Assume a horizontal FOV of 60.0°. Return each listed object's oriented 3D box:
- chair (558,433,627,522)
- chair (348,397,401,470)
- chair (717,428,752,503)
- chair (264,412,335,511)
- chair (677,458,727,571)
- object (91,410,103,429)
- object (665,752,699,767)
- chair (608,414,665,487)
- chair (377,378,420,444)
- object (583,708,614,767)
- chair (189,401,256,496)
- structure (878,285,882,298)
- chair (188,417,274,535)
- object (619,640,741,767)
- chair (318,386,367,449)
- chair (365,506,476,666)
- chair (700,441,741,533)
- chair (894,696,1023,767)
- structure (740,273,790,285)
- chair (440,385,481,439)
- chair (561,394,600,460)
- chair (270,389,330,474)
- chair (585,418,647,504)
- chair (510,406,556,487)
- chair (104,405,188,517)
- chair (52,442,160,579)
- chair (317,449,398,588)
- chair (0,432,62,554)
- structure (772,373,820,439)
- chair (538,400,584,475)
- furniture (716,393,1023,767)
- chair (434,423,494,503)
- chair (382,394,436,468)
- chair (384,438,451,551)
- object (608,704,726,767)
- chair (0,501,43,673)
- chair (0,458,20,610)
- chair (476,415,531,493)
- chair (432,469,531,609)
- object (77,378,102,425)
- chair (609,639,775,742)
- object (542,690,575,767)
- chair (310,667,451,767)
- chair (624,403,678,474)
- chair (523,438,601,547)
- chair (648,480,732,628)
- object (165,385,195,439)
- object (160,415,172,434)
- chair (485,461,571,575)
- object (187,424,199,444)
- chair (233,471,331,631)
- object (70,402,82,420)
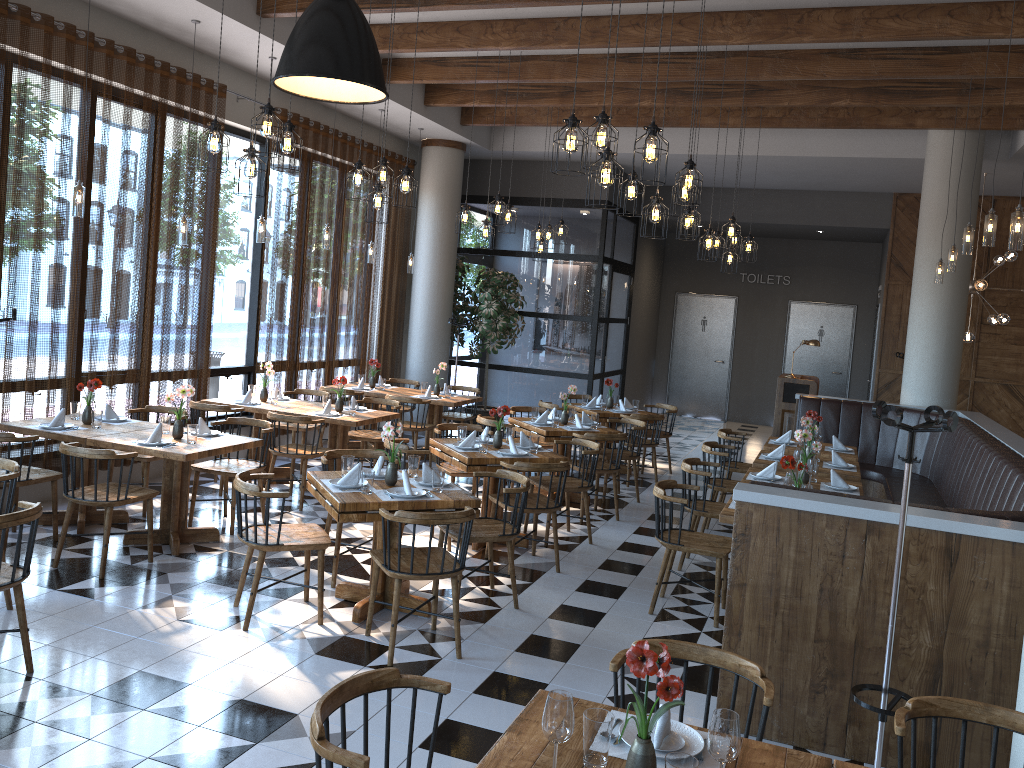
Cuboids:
[{"bbox_3d":[0.758,0.832,8.291,0.519,0.815,0.551,3,4,-25],"label":"chair"},{"bbox_3d":[-1.450,0.579,9.090,0.520,0.815,0.550,6,4,20],"label":"chair"},{"bbox_3d":[2.320,0.898,8.936,0.550,0.815,0.520,6,4,20],"label":"chair"},{"bbox_3d":[-1.902,0.656,7.865,0.520,0.815,0.550,6,4,20],"label":"chair"},{"bbox_3d":[1.557,1.028,6.868,0.550,0.815,0.520,6,4,20],"label":"chair"},{"bbox_3d":[-3.065,0.261,6.543,0.080,0.132,0.080,1,5,-45],"label":"object"},{"bbox_3d":[0.395,0.952,2.091,0.080,0.132,0.080,2,4,-35],"label":"object"},{"bbox_3d":[1.412,0.721,10.065,0.519,0.815,0.551,3,4,-25],"label":"chair"},{"bbox_3d":[-1.493,0.362,11.402,0.520,0.815,0.550,6,4,20],"label":"chair"},{"bbox_3d":[0.219,0.920,2.290,0.080,0.132,0.080,2,5,-40],"label":"object"},{"bbox_3d":[-2.691,0.565,8.155,0.520,0.815,0.550,6,4,20],"label":"chair"},{"bbox_3d":[6.150,-1.539,14.816,0.025,0.196,0.566,6,5,20],"label":"structure"},{"bbox_3d":[-2.212,0.709,7.025,0.520,0.815,0.550,6,4,20],"label":"chair"},{"bbox_3d":[0.406,0.833,2.174,0.296,0.354,0.166,6,4,25],"label":"object"},{"bbox_3d":[-1.945,0.439,10.177,0.520,0.815,0.550,6,4,20],"label":"chair"},{"bbox_3d":[-0.508,1.047,4.858,0.519,0.815,0.551,3,4,-25],"label":"chair"},{"bbox_3d":[1.939,0.963,7.902,0.550,0.815,0.520,6,4,20],"label":"chair"},{"bbox_3d":[1.338,1.411,2.527,0.520,0.815,0.550,6,4,20],"label":"chair"},{"bbox_3d":[4.750,-1.971,16.644,0.917,0.165,0.035,7,3,20],"label":"structure"},{"bbox_3d":[-0.705,0.453,11.112,0.520,0.815,0.550,6,4,20],"label":"chair"},{"bbox_3d":[0.876,0.569,11.233,0.519,0.815,0.551,3,4,-25],"label":"chair"},{"bbox_3d":[-2.239,0.489,9.379,0.520,0.815,0.550,6,4,20],"label":"chair"},{"bbox_3d":[1.074,0.778,9.146,0.549,0.815,0.521,3,4,-25],"label":"chair"},{"bbox_3d":[0.222,0.680,9.459,0.519,0.815,0.551,3,4,-25],"label":"chair"},{"bbox_3d":[-3.001,0.618,7.314,0.520,0.815,0.550,6,4,20],"label":"chair"},{"bbox_3d":[-2.664,0.785,5.800,0.520,0.815,0.550,6,4,20],"label":"chair"},{"bbox_3d":[-1.044,0.895,6.026,0.519,0.815,0.551,3,4,-25],"label":"chair"},{"bbox_3d":[-3.453,0.695,6.089,0.520,0.815,0.550,6,4,20],"label":"chair"},{"bbox_3d":[3.599,0.563,11.058,0.646,1.297,1.047,6,4,20],"label":"structure"},{"bbox_3d":[0.560,0.623,10.377,0.549,0.815,0.521,3,4,-25],"label":"chair"},{"bbox_3d":[3.025,0.973,6.932,1.920,1.147,6.596,6,5,20],"label":"furniture"},{"bbox_3d":[-0.422,0.790,7.714,0.519,0.815,0.551,3,4,-25],"label":"chair"},{"bbox_3d":[-1.157,0.529,9.888,0.520,0.815,0.550,6,4,20],"label":"chair"},{"bbox_3d":[-0.737,0.843,6.859,0.549,0.815,0.521,3,4,-25],"label":"chair"},{"bbox_3d":[0.418,0.921,2.427,0.352,0.137,0.272,6,5,20],"label":"object"},{"bbox_3d":[-2.507,0.957,4.083,0.550,0.815,0.520,6,4,20],"label":"chair"},{"bbox_3d":[-3.025,0.846,4.827,0.520,0.815,0.550,6,4,20],"label":"chair"},{"bbox_3d":[-0.094,0.734,8.603,0.549,0.815,0.521,3,4,-25],"label":"chair"},{"bbox_3d":[-0.192,0.993,5.713,0.549,0.815,0.521,3,4,-25],"label":"chair"},{"bbox_3d":[-3.168,0.131,6.646,0.171,0.354,0.156,8,4,43],"label":"object"},{"bbox_3d":[0.528,1.318,2.824,0.520,0.815,0.550,6,4,20],"label":"chair"},{"bbox_3d":[0.112,0.877,2.201,0.081,0.215,0.081,4,3,-17],"label":"object"},{"bbox_3d":[-0.290,1.289,2.430,0.550,0.815,0.520,6,4,20],"label":"chair"},{"bbox_3d":[1.727,0.665,10.943,0.549,0.815,0.521,3,4,-25],"label":"chair"},{"bbox_3d":[0.430,0.887,7.401,0.549,0.815,0.521,3,4,-25],"label":"chair"},{"bbox_3d":[1.176,1.092,5.835,0.550,0.815,0.520,6,4,20],"label":"chair"},{"bbox_3d":[-2.386,0.199,6.347,0.206,0.399,0.147,4,3,-16],"label":"object"},{"bbox_3d":[-2.562,0.301,6.550,0.080,0.132,0.080,5,4,5],"label":"object"},{"bbox_3d":[0.115,0.941,6.546,0.519,0.815,0.551,3,4,-25],"label":"chair"},{"bbox_3d":[-2.253,0.354,6.246,0.080,0.132,0.080,5,4,5],"label":"object"},{"bbox_3d":[-1.360,0.949,5.170,0.549,0.815,0.521,3,4,-25],"label":"chair"},{"bbox_3d":[-3.374,0.208,6.848,0.080,0.132,0.080,1,5,-45],"label":"object"}]
